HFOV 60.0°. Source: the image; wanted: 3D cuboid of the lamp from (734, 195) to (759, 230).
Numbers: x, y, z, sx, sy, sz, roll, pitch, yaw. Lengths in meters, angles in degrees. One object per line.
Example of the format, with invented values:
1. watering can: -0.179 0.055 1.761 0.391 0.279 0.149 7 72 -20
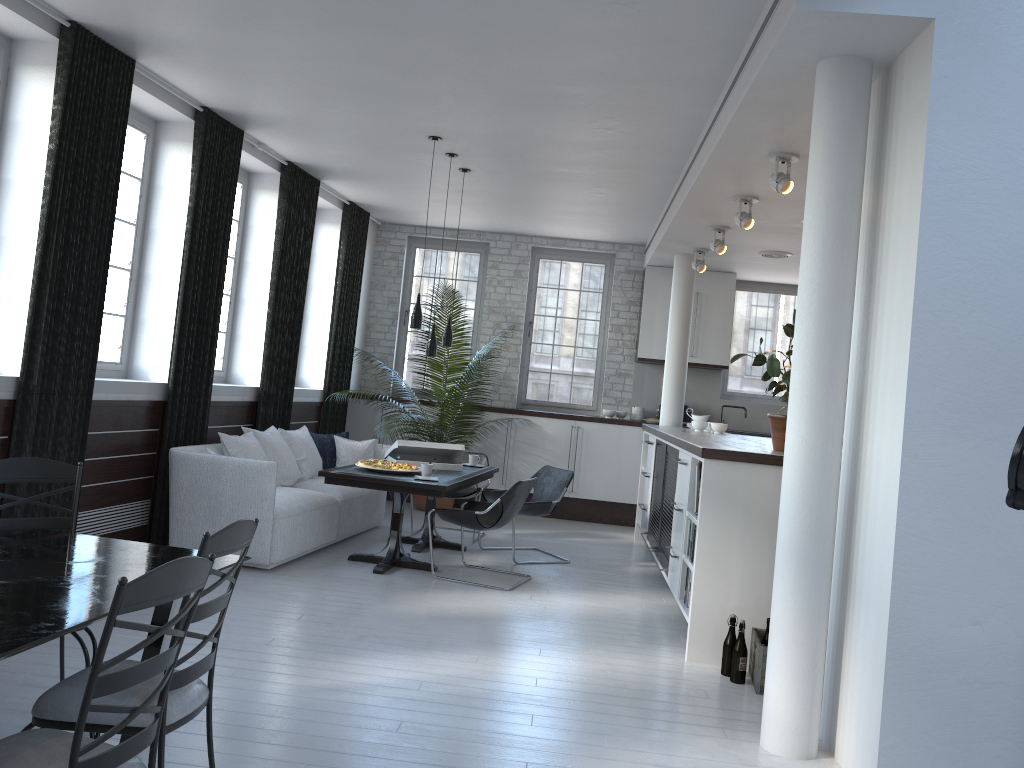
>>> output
1. lamp: 1.730 -1.260 6.577 0.183 0.239 0.182 5 -2 7

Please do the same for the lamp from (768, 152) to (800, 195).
1. lamp: 1.653 -1.275 5.417 0.183 0.239 0.182 5 -2 7

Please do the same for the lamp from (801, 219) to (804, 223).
1. lamp: 2.484 -1.294 7.087 0.328 0.025 0.328 6 0 9

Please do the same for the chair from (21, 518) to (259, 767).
1. chair: -1.102 0.861 2.624 0.503 0.966 0.495 5 -2 4

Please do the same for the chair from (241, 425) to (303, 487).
1. chair: -1.993 0.622 7.441 0.392 0.507 0.596 5 -1 11

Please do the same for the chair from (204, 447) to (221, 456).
1. chair: -2.126 0.677 6.432 0.234 0.395 0.468 7 -2 -28

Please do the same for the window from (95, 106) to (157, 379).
1. window: -2.901 -1.039 6.244 0.133 1.994 1.031 5 -2 10

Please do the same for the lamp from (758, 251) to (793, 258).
1. lamp: 2.593 -1.274 8.734 0.328 0.025 0.328 6 0 -21

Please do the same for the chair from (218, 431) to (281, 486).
1. chair: -2.073 0.605 6.975 0.360 0.437 0.528 5 -1 12

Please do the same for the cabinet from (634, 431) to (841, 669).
1. cabinet: 1.865 1.069 6.998 1.501 1.172 4.164 6 -1 4

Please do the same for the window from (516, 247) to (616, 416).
1. window: 1.446 -0.864 15.295 8.137 6.079 9.133 6 -1 4

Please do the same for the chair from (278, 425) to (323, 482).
1. chair: -1.899 0.613 7.917 0.375 0.465 0.564 5 -1 11

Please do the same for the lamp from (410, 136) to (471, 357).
1. lamp: -0.579 -1.149 7.330 0.114 1.856 1.053 5 -2 11

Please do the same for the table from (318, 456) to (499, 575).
1. table: -0.790 1.041 7.224 0.959 0.704 1.914 5 -1 10

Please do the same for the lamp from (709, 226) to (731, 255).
1. lamp: 1.806 -1.246 7.736 0.183 0.239 0.182 5 -2 7

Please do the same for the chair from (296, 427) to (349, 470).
1. chair: -1.811 0.659 8.356 0.334 0.500 0.622 4 -2 44

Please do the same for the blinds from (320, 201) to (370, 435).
1. blinds: -1.918 -0.357 9.982 0.103 3.319 0.622 5 -3 10

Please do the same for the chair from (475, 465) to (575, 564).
1. chair: 0.121 1.098 7.639 0.663 0.779 0.671 7 -2 -31

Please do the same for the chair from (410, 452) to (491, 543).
1. chair: -0.557 1.035 8.334 0.671 0.779 0.663 5 -2 9

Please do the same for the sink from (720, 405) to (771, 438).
1. sink: 2.350 0.492 8.770 0.648 0.520 0.545 6 -1 4

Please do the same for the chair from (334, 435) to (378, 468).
1. chair: -1.481 0.718 8.394 0.456 0.439 0.219 6 -2 -26

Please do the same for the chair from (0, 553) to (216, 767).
1. chair: -1.063 0.861 2.058 0.503 0.966 0.495 5 -2 9

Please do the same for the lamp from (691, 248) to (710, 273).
1. lamp: 1.883 -1.231 8.896 0.183 0.239 0.182 5 -2 7

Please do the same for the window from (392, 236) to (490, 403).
1. window: -0.873 -0.797 10.932 1.034 1.994 0.133 5 -3 4

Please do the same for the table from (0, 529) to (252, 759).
1. table: -1.598 0.935 2.406 0.891 0.698 1.993 5 -1 9

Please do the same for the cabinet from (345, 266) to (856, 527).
1. cabinet: 1.441 0.108 7.219 7.230 3.005 7.290 6 -1 4

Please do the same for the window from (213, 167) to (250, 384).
1. window: -2.638 -1.004 7.761 0.133 1.994 1.031 5 -2 10

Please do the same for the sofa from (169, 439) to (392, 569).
1. sofa: -1.844 0.904 7.389 0.921 0.772 2.652 5 -1 11

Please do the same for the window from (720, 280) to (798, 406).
1. window: 3.192 -0.478 10.646 1.299 1.461 0.133 6 -3 4

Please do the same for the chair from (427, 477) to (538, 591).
1. chair: -0.204 1.060 6.647 0.665 0.779 0.669 5 -2 19

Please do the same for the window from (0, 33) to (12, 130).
1. window: -3.161 -1.074 4.727 0.133 1.994 1.031 5 -2 10

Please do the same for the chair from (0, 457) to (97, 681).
1. chair: -1.858 0.791 3.388 0.495 0.966 0.504 7 -3 -33

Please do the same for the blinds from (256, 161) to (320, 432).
1. blinds: -2.164 -0.390 8.426 0.111 3.319 0.738 5 -3 10
